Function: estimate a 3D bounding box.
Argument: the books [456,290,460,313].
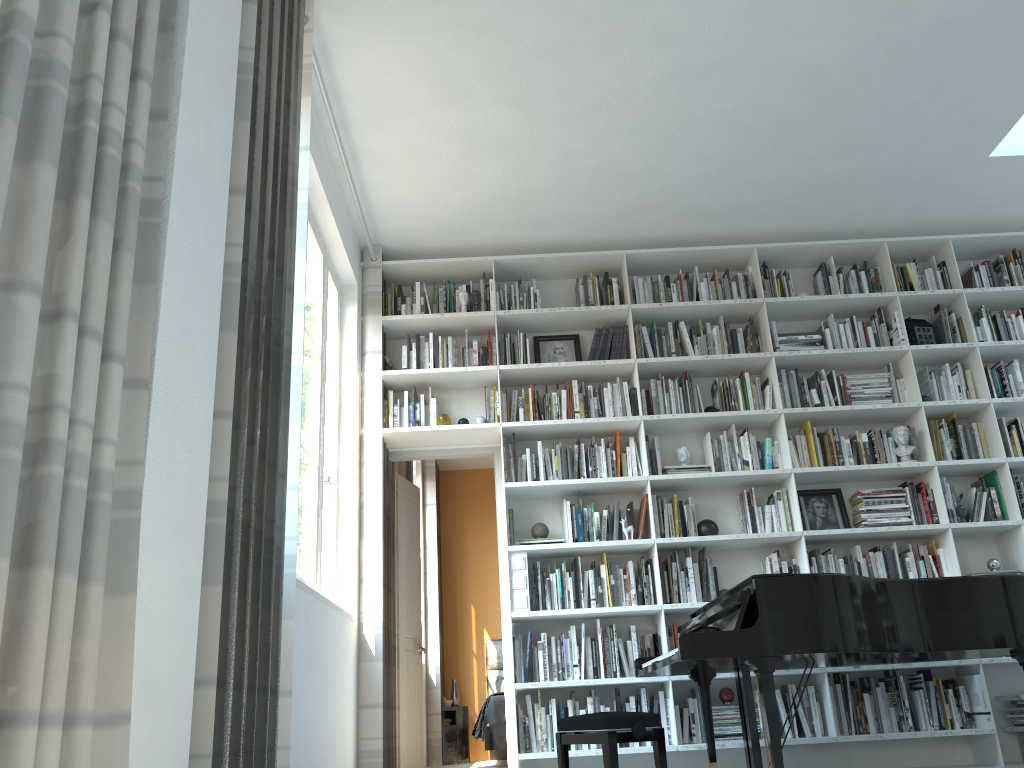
[{"bbox_3d":[-0.347,-0.473,5.746,0.021,0.225,0.157,-3,-21,-1],"label":"books"}]

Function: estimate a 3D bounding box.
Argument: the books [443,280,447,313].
[{"bbox_3d":[-0.432,-0.507,5.753,0.014,0.303,0.146,-3,-21,-1],"label":"books"}]

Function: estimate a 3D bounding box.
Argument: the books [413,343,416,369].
[{"bbox_3d":[-0.607,-0.122,5.602,0.022,0.227,0.172,-3,-21,-1],"label":"books"}]

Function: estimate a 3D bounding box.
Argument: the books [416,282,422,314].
[{"bbox_3d":[-0.598,-0.491,5.743,0.028,0.282,0.190,-3,-21,-1],"label":"books"}]

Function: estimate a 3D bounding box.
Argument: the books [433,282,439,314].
[{"bbox_3d":[-0.488,-0.496,5.745,0.039,0.281,0.182,-3,-21,-1],"label":"books"}]

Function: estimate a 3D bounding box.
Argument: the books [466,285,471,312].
[{"bbox_3d":[-0.277,-0.494,5.747,0.027,0.258,0.147,-3,-21,-1],"label":"books"}]

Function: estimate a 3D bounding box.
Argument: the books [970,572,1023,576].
[{"bbox_3d":[2.754,1.105,5.092,0.285,0.012,0.160,-4,-21,3],"label":"books"}]

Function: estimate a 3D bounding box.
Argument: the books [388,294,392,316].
[{"bbox_3d":[-0.778,-0.452,5.733,0.023,0.222,0.151,-3,-21,-1],"label":"books"}]

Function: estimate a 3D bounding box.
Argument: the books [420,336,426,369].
[{"bbox_3d":[-0.560,-0.146,5.630,0.028,0.287,0.133,-3,-21,-1],"label":"books"}]

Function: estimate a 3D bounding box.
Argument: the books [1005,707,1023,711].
[{"bbox_3d":[2.818,1.748,4.780,0.191,0.013,0.244,-1,-21,-5],"label":"books"}]

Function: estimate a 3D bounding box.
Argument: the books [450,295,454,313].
[{"bbox_3d":[-0.381,-0.455,5.733,0.024,0.186,0.160,-3,-21,-1],"label":"books"}]

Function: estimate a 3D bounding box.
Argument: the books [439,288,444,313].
[{"bbox_3d":[-0.453,-0.479,5.758,0.030,0.256,0.130,-3,-21,-1],"label":"books"}]

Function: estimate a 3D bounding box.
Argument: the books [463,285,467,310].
[{"bbox_3d":[-0.301,-0.489,5.748,0.021,0.252,0.180,-3,-21,-1],"label":"books"}]

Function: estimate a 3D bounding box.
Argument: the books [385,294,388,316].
[{"bbox_3d":[-0.802,-0.450,5.743,0.024,0.227,0.130,-3,-21,-1],"label":"books"}]

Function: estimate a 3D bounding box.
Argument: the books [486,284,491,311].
[{"bbox_3d":[-0.151,-0.498,5.754,0.025,0.258,0.139,-3,-21,-1],"label":"books"}]

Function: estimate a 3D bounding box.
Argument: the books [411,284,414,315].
[{"bbox_3d":[-0.641,-0.487,5.743,0.010,0.280,0.161,-3,-21,-1],"label":"books"}]

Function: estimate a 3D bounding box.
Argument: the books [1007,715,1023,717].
[{"bbox_3d":[2.826,1.780,4.768,0.177,0.012,0.279,-1,-21,-5],"label":"books"}]

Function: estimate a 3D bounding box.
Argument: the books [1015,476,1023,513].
[{"bbox_3d":[3.012,0.707,5.285,0.005,0.282,0.159,-3,-21,-1],"label":"books"}]

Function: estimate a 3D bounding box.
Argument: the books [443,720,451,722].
[{"bbox_3d":[-0.718,3.359,8.827,0.189,0.022,0.134,14,-27,-37],"label":"books"}]

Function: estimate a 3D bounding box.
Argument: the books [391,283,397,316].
[{"bbox_3d":[-0.761,-0.486,5.735,0.014,0.285,0.175,-3,-21,-1],"label":"books"}]

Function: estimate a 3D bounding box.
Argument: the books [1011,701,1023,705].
[{"bbox_3d":[2.837,1.718,4.791,0.158,0.014,0.235,-2,-21,-3],"label":"books"}]

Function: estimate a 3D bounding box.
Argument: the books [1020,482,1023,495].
[{"bbox_3d":[3.022,0.724,5.281,0.013,0.247,0.165,-3,-21,-1],"label":"books"}]

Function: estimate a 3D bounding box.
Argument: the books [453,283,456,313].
[{"bbox_3d":[-0.365,-0.494,5.755,0.013,0.274,0.159,-3,-21,-1],"label":"books"}]

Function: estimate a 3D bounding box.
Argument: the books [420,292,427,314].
[{"bbox_3d":[-0.568,-0.459,5.721,0.030,0.205,0.176,-3,-21,-1],"label":"books"}]

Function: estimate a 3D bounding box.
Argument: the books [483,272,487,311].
[{"bbox_3d":[-0.172,-0.536,5.761,0.014,0.336,0.168,-3,-21,-1],"label":"books"}]

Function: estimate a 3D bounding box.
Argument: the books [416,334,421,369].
[{"bbox_3d":[-0.586,-0.151,5.608,0.023,0.281,0.186,-3,-21,-1],"label":"books"}]

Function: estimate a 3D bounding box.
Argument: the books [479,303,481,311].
[{"bbox_3d":[-0.211,-0.460,5.739,0.028,0.184,0.168,-3,-21,-1],"label":"books"}]

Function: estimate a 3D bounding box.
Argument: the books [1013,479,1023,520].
[{"bbox_3d":[2.980,0.712,5.291,0.006,0.280,0.156,-3,-21,-1],"label":"books"}]

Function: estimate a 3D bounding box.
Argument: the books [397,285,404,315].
[{"bbox_3d":[-0.717,-0.481,5.731,0.025,0.268,0.178,-3,-21,-1],"label":"books"}]

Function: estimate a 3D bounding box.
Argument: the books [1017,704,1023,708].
[{"bbox_3d":[2.852,1.732,4.786,0.133,0.017,0.232,-3,-21,0],"label":"books"}]

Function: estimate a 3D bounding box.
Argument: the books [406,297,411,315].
[{"bbox_3d":[-0.659,-0.440,5.743,0.031,0.195,0.145,-3,-21,-1],"label":"books"}]

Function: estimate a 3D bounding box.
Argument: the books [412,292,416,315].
[{"bbox_3d":[-0.623,-0.460,5.742,0.024,0.226,0.158,-3,-21,-1],"label":"books"}]

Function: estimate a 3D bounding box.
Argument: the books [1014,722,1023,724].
[{"bbox_3d":[2.838,1.812,4.756,0.155,0.009,0.234,-1,-21,-6],"label":"books"}]

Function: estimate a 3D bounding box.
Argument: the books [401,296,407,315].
[{"bbox_3d":[-0.689,-0.444,5.718,0.028,0.185,0.182,-3,-21,-1],"label":"books"}]

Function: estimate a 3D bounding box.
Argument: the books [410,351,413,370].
[{"bbox_3d":[-0.629,-0.095,5.620,0.024,0.191,0.138,-3,-21,-1],"label":"books"}]

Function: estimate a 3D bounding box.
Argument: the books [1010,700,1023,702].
[{"bbox_3d":[2.830,1.708,4.795,0.157,0.007,0.269,-5,-21,4],"label":"books"}]

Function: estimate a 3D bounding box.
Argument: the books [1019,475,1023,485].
[{"bbox_3d":[3.071,0.697,5.286,0.014,0.295,0.176,-3,-21,-1],"label":"books"}]

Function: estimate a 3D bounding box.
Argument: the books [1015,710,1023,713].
[{"bbox_3d":[2.850,1.758,4.776,0.136,0.013,0.259,-2,-21,-3],"label":"books"}]

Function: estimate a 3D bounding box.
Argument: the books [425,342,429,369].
[{"bbox_3d":[-0.533,-0.125,5.621,0.024,0.238,0.156,-3,-21,-1],"label":"books"}]

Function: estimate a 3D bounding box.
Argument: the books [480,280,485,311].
[{"bbox_3d":[-0.189,-0.509,5.757,0.022,0.285,0.176,-3,-21,-1],"label":"books"}]

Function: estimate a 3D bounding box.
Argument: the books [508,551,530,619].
[{"bbox_3d":[0.040,1.156,5.092,0.106,0.338,0.308,-3,-21,-1],"label":"books"}]

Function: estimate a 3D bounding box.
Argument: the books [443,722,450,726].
[{"bbox_3d":[-0.712,3.384,8.819,0.129,0.030,0.183,-11,-22,20],"label":"books"}]

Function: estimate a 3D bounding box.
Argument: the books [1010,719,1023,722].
[{"bbox_3d":[2.828,1.803,4.760,0.179,0.012,0.262,-4,-21,2],"label":"books"}]

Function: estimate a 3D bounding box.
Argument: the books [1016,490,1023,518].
[{"bbox_3d":[2.991,0.750,5.284,0.013,0.203,0.154,-3,-21,-1],"label":"books"}]

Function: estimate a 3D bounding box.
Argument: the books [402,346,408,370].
[{"bbox_3d":[-0.670,-0.110,5.610,0.034,0.217,0.167,-3,-21,-1],"label":"books"}]

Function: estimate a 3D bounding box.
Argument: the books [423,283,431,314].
[{"bbox_3d":[-0.535,-0.490,5.726,0.057,0.261,0.191,-3,-21,-1],"label":"books"}]

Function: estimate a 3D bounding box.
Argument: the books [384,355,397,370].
[{"bbox_3d":[-0.747,-0.083,5.612,0.121,0.175,0.130,-3,-21,-1],"label":"books"}]

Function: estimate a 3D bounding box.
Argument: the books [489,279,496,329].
[{"bbox_3d":[-0.126,-0.509,5.718,0.024,0.251,0.236,-3,-21,-1],"label":"books"}]

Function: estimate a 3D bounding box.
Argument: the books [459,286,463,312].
[{"bbox_3d":[-0.324,-0.486,5.738,0.025,0.243,0.168,-3,-21,-1],"label":"books"}]

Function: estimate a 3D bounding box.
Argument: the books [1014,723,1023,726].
[{"bbox_3d":[2.840,1.823,4.752,0.171,0.015,0.242,-3,-21,-1],"label":"books"}]

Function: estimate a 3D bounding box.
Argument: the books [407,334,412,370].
[{"bbox_3d":[-0.649,-0.147,5.627,0.011,0.295,0.163,-3,-21,-1],"label":"books"}]

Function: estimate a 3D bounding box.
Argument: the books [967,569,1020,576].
[{"bbox_3d":[2.753,1.091,5.089,0.254,0.012,0.161,-6,-21,8],"label":"books"}]

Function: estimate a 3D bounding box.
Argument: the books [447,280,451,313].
[{"bbox_3d":[-0.410,-0.509,5.765,0.029,0.313,0.129,-3,-21,-1],"label":"books"}]

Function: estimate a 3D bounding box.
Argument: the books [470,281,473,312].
[{"bbox_3d":[-0.258,-0.505,5.764,0.013,0.290,0.155,-3,-21,-1],"label":"books"}]

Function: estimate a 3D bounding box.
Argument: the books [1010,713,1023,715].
[{"bbox_3d":[2.827,1.770,4.772,0.188,0.009,0.212,-2,-21,-2],"label":"books"}]

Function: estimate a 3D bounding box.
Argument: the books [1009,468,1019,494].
[{"bbox_3d":[2.998,0.689,5.317,0.007,0.340,0.150,-3,-21,-1],"label":"books"}]

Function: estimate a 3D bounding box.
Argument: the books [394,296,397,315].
[{"bbox_3d":[-0.740,-0.443,5.723,0.024,0.194,0.168,-3,-21,-1],"label":"books"}]
